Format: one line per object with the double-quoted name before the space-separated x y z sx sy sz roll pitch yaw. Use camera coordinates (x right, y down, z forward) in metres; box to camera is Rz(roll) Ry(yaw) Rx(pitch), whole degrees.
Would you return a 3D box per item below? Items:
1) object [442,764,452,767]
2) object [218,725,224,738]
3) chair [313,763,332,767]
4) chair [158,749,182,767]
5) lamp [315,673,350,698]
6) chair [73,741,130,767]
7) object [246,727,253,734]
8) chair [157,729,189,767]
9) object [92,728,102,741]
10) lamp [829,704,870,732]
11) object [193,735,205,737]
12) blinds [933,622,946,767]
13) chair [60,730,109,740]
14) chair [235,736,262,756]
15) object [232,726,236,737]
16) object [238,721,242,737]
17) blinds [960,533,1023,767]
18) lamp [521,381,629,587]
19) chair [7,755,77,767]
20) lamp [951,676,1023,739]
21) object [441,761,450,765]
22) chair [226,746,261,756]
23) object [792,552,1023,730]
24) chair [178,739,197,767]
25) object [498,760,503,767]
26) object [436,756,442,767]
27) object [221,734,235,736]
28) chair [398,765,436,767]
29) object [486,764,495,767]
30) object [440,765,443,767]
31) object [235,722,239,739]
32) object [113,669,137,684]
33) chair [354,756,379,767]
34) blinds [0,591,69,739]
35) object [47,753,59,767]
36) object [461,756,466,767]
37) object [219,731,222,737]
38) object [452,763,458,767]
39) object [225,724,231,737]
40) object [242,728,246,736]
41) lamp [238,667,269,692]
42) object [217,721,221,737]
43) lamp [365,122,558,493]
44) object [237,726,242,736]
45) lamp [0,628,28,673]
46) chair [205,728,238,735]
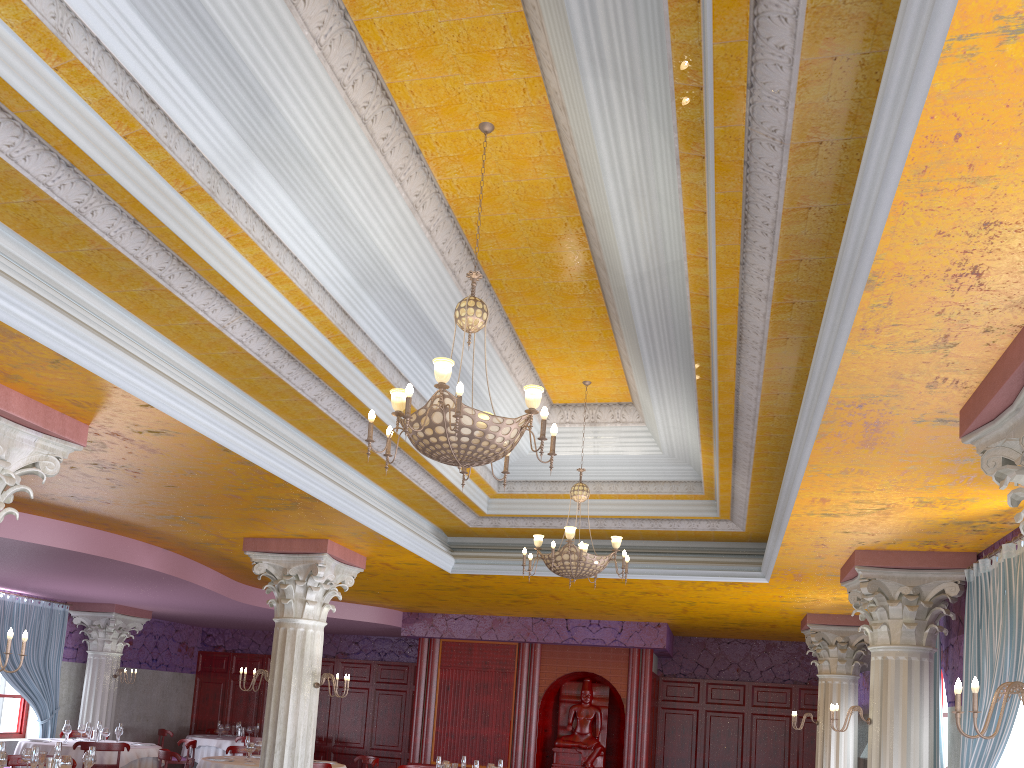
"object" -0.777 4.637 10.150 0.122 0.253 0.128 3 -10 6
"object" -5.896 7.034 17.343 0.125 0.253 0.124 12 -12 -38
"chair" -2.746 5.387 10.991 0.764 1.047 0.663 11 -13 -30
"chair" -4.426 5.431 11.411 0.659 1.046 0.769 10 -13 -30
"lamp" -2.063 3.431 9.762 0.381 0.262 0.360 3 -16 2
"chair" -5.891 5.616 12.160 0.764 1.047 0.663 11 -13 -30
"object" -5.335 7.092 17.393 0.122 0.253 0.127 -1 -11 28
"chair" -6.723 7.394 16.960 0.659 1.046 0.769 10 -13 -30
"object" -6.457 5.454 13.349 0.144 0.203 0.074 5 -8 -6
"lamp" 3.327 3.310 8.471 0.381 0.262 0.360 3 -16 2
"object" -6.302 7.086 17.240 0.313 0.023 0.332 6 -21 -5
"blinds" 4.495 4.082 9.481 0.244 3.379 1.785 2 -10 13
"chair" -7.161 6.328 14.250 0.764 1.047 0.663 11 -13 -30
"chair" -5.044 7.349 16.539 0.764 1.047 0.663 11 -13 -30
"object" -5.844 7.281 17.945 0.086 0.228 0.089 5 -9 -5
"object" -5.735 7.269 18.023 0.074 0.322 0.076 3 -7 6
"blinds" 3.859 3.047 6.889 0.244 3.379 1.784 2 -10 16
"lamp" 0.704 0.983 8.784 0.978 2.090 0.981 9 -11 -30
"chair" -5.024 4.457 8.971 0.764 1.047 0.663 11 -13 -30
"lamp" 2.209 1.490 3.913 0.381 0.262 0.360 3 -16 2
"object" -0.832 4.847 10.709 0.122 0.253 0.128 3 -10 6
"chair" -4.016 6.098 13.081 0.764 1.047 0.663 11 -13 -30
"object" 2.931 1.545 3.313 2.089 3.431 30.936 1 -21 14
"chair" -5.482 6.283 13.829 0.659 1.046 0.769 10 -13 -30
"object" -0.149 4.798 10.550 0.076 0.322 0.075 10 -10 -39
"object" -0.894 4.677 10.368 0.076 0.322 0.075 10 -10 -39
"object" -6.051 7.503 18.286 0.313 0.023 0.332 6 -21 -5
"chair" -1.195 5.664 11.436 0.764 1.047 0.663 11 -13 -30
"object" -0.271 4.905 10.759 0.122 0.253 0.128 3 -10 6
"object" -0.823 4.688 10.257 0.086 0.228 0.089 5 -9 -5
"object" -5.546 6.998 17.280 0.074 0.322 0.076 3 -7 6
"object" -5.265 5.352 14.159 5.776 1.136 0.364 -15 -19 41
"chair" -2.337 6.053 12.660 0.659 1.046 0.769 10 -13 -30
"blinds" -8.414 5.302 14.737 0.244 3.198 1.917 2 -11 14
"object" -4.321 3.583 8.070 0.144 0.203 0.074 5 -8 -6
"object" -0.616 4.873 10.830 0.076 0.322 0.075 10 -10 -39
"object" -5.942 7.085 17.449 0.086 0.228 0.089 5 -9 -5
"object" -0.725 4.884 10.752 0.086 0.228 0.088 -3 -11 39
"object" -5.950 7.244 17.902 0.125 0.253 0.124 12 -12 -38
"object" -5.444 7.080 17.347 0.086 0.228 0.089 5 -9 -5
"lamp" -2.975 3.478 10.050 0.381 0.262 0.360 3 -16 2
"object" -6.012 7.073 17.560 0.074 0.322 0.076 3 -7 6
"lamp" -0.226 -0.533 4.990 0.978 2.090 0.981 9 -11 -30
"object" -5.610 7.187 17.728 0.144 0.203 0.074 5 -8 -6
"lamp" -3.192 1.593 5.160 0.381 0.262 0.360 3 -16 2
"chair" -6.314 8.061 18.629 0.764 1.047 0.663 11 -13 -30
